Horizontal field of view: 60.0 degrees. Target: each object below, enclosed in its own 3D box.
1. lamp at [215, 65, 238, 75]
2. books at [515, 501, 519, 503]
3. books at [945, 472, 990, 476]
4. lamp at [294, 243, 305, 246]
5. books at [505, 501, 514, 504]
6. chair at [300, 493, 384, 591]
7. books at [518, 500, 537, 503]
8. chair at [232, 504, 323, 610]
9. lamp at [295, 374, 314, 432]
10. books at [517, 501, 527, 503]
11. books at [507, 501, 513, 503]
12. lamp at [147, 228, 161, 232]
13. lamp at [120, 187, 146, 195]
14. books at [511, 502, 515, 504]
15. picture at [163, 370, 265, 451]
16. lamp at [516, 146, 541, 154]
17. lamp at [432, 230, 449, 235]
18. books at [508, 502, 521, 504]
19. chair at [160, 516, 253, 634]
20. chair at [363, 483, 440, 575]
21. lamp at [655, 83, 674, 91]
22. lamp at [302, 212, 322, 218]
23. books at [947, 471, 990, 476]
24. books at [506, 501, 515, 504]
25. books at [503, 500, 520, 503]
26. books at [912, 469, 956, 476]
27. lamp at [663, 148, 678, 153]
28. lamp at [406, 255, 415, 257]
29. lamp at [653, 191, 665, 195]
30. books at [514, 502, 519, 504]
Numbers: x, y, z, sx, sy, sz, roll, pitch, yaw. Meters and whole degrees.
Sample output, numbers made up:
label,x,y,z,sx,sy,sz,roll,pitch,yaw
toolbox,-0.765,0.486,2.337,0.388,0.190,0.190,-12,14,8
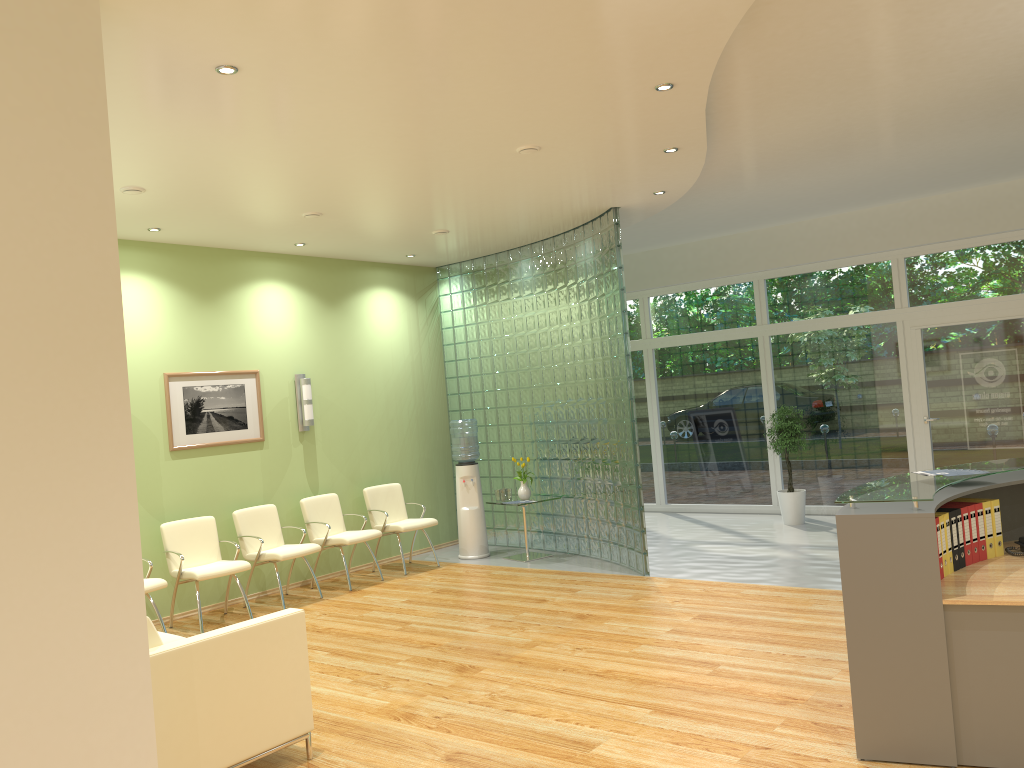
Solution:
label,x,y,z,sx,sy,sz,roll,pitch,yaw
lamp,-1.335,-1.468,4.151,0.105,0.011,0.105,-4,-1,-18
books,0.122,1.223,9.210,0.150,0.004,0.210,-5,-1,-6
books,2.286,0.451,4.496,0.210,0.004,0.150,-5,-1,4
lamp,-2.048,-1.344,8.564,0.105,0.011,0.105,-5,-1,20
books,0.038,1.231,9.238,0.150,0.004,0.210,-6,-1,44
chair,13.275,0.257,9.258,30.806,0.986,0.748,-5,-1,-2
books,0.157,1.220,9.220,0.150,0.004,0.210,-4,-1,-26
chair,13.025,0.273,8.936,31.281,0.986,0.752,-5,-1,-3
lamp,-2.096,0.186,8.986,0.142,0.580,0.134,-5,-1,39
books,0.140,1.221,9.214,0.150,0.004,0.210,-4,-1,-16
books,0.026,1.232,9.252,0.210,0.004,0.150,-4,-1,-36
lamp,-2.982,-1.284,7.392,0.105,0.011,0.105,-5,-1,20
lamp,-2.618,-1.326,6.122,0.167,0.024,0.167,-5,-1,-1
books,0.086,1.226,9.212,0.150,0.004,0.210,-5,-1,14
picture,-2.749,0.229,8.259,0.025,0.700,1.000,-5,-1,39
lamp,0.112,-1.555,5.920,0.167,0.024,0.167,-5,-1,-12
lamp,-0.686,-1.451,8.546,0.167,0.024,0.167,-5,-1,22
books,0.069,1.228,9.218,0.150,0.004,0.210,-5,-1,24
chair,-2.602,1.601,7.561,0.650,0.881,0.536,-6,-1,44
chair,-1.167,1.508,9.357,0.650,0.881,0.536,-6,-1,44
lamp,0.841,-1.637,4.898,0.105,0.011,0.105,-5,-1,-4
lamp,-1.652,-1.389,7.334,0.167,0.024,0.167,-5,-1,-1
books,2.285,0.451,4.514,0.210,0.004,0.150,-5,-1,-6
books,0.053,1.229,9.227,0.150,0.004,0.210,-5,-1,34
books,0.017,1.233,9.268,0.210,0.004,0.150,-4,-1,-26
books,2.188,0.460,4.607,0.150,0.004,0.210,-5,-1,4
lamp,1.117,-1.641,6.232,0.105,0.011,0.105,-5,-1,8
lamp,-1.114,-1.405,9.736,0.105,0.011,0.105,-5,-1,20
lamp,1.261,-1.633,7.584,0.105,0.011,0.105,-4,-1,-35
books,0.104,1.224,9.210,0.150,0.004,0.210,-5,-1,4
